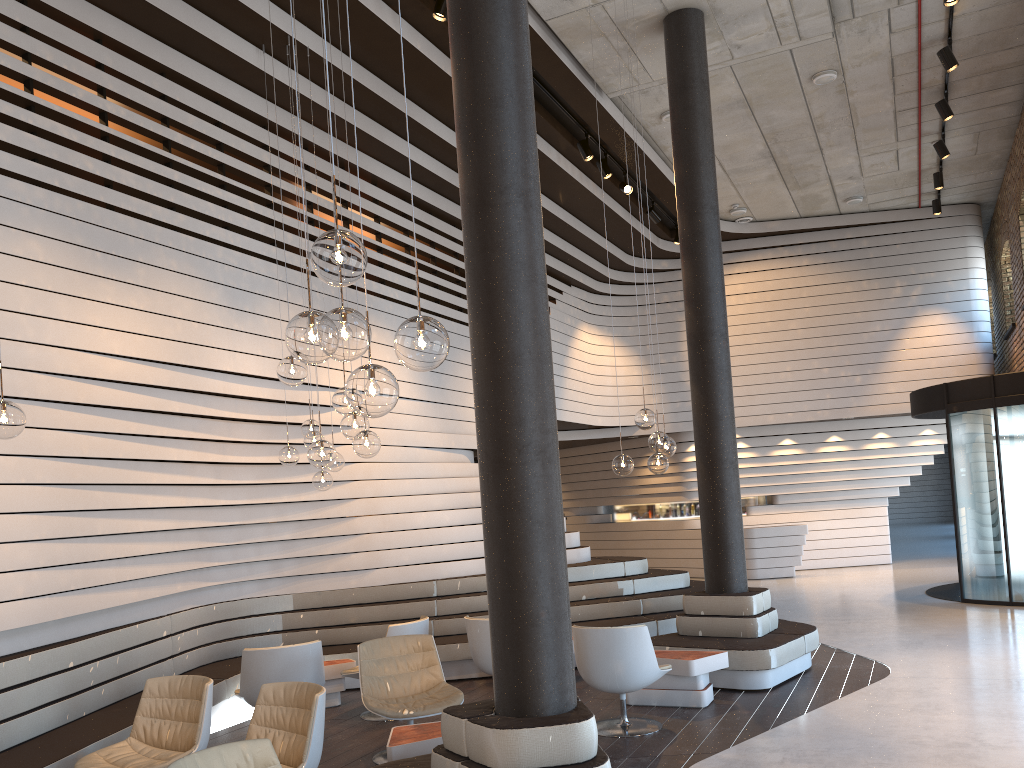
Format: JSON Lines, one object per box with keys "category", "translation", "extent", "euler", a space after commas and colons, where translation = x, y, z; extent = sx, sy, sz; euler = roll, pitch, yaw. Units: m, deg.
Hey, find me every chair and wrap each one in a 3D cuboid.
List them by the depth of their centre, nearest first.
{"category": "chair", "translation": [-0.917, 1.782, 3.288], "extent": [0.717, 0.763, 0.654], "euler": [-6, -5, 28]}
{"category": "chair", "translation": [-1.283, 1.967, 4.479], "extent": [0.706, 0.763, 0.665], "euler": [0, -6, -45]}
{"category": "chair", "translation": [-2.016, 2.077, 4.919], "extent": [0.663, 0.763, 0.708], "euler": [-7, -5, 32]}
{"category": "chair", "translation": [-0.693, 2.124, 5.950], "extent": [0.652, 0.763, 0.719], "euler": [-2, -5, -25]}
{"category": "chair", "translation": [0.782, 2.071, 6.313], "extent": [0.662, 0.763, 0.709], "euler": [-6, -5, 25]}
{"category": "chair", "translation": [-1.691, 2.265, 6.481], "extent": [0.653, 0.763, 0.719], "euler": [-2, -5, -21]}
{"category": "chair", "translation": [-0.014, 2.243, 7.182], "extent": [0.664, 0.763, 0.706], "euler": [-8, -6, 41]}
{"category": "chair", "translation": [-1.016, 2.321, 7.248], "extent": [0.716, 0.763, 0.655], "euler": [-6, -5, 24]}

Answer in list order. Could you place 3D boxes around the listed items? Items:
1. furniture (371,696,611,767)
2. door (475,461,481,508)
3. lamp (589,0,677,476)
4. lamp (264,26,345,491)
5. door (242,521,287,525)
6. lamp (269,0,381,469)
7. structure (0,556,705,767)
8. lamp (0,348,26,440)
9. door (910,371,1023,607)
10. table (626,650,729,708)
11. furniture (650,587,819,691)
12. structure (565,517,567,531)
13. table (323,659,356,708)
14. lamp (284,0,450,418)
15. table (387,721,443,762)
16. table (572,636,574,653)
{"category": "furniture", "translation": [-0.141, 1.859, 4.085], "extent": [1.273, 0.718, 1.788], "euler": [-3, -7, -5]}
{"category": "door", "translation": [-0.011, 3.074, 20.568], "extent": [1.789, 2.690, 0.079], "euler": [-6, -2, 30]}
{"category": "lamp", "translation": [1.896, -0.926, 12.386], "extent": [9.110, 4.590, 41.874], "euler": [-7, -8, 24]}
{"category": "lamp", "translation": [-1.778, -1.462, 7.254], "extent": [0.530, 4.694, 0.335], "euler": [-4, -2, -13]}
{"category": "door", "translation": [-2.934, 2.287, 10.962], "extent": [0.979, 2.096, 0.162], "euler": [-5, -2, 25]}
{"category": "lamp", "translation": [-1.191, -1.869, 5.145], "extent": [0.312, 4.722, 0.658], "euler": [-5, -2, 33]}
{"category": "structure", "translation": [-2.623, 1.911, 3.969], "extent": [5.815, 0.922, 18.214], "euler": [-7, -8, 21]}
{"category": "lamp", "translation": [-2.367, -1.984, 3.619], "extent": [0.295, 4.655, 0.543], "euler": [-5, -2, 20]}
{"category": "door", "translation": [7.109, 1.363, 11.613], "extent": [3.236, 2.839, 3.241], "euler": [-7, -6, 32]}
{"category": "table", "translation": [1.222, 2.326, 6.969], "extent": [0.914, 0.369, 0.412], "euler": [-7, -6, 27]}
{"category": "furniture", "translation": [2.042, 2.199, 7.743], "extent": [1.760, 0.719, 1.293], "euler": [0, -7, -29]}
{"category": "structure", "translation": [0.936, 3.012, 19.490], "extent": [0.017, 0.467, 0.812], "euler": [-3, -6, -40]}
{"category": "table", "translation": [-1.831, 2.628, 7.643], "extent": [0.900, 0.369, 0.419], "euler": [0, -6, -28]}
{"category": "lamp", "translation": [-0.605, -2.221, 2.762], "extent": [0.546, 4.655, 0.293], "euler": [-4, -2, 10]}
{"category": "table", "translation": [-0.358, 2.197, 5.189], "extent": [0.900, 0.369, 0.419], "euler": [0, -6, -28]}
{"category": "table", "translation": [0.205, 2.537, 8.015], "extent": [0.905, 0.369, 0.417], "euler": [-4, -5, -2]}
